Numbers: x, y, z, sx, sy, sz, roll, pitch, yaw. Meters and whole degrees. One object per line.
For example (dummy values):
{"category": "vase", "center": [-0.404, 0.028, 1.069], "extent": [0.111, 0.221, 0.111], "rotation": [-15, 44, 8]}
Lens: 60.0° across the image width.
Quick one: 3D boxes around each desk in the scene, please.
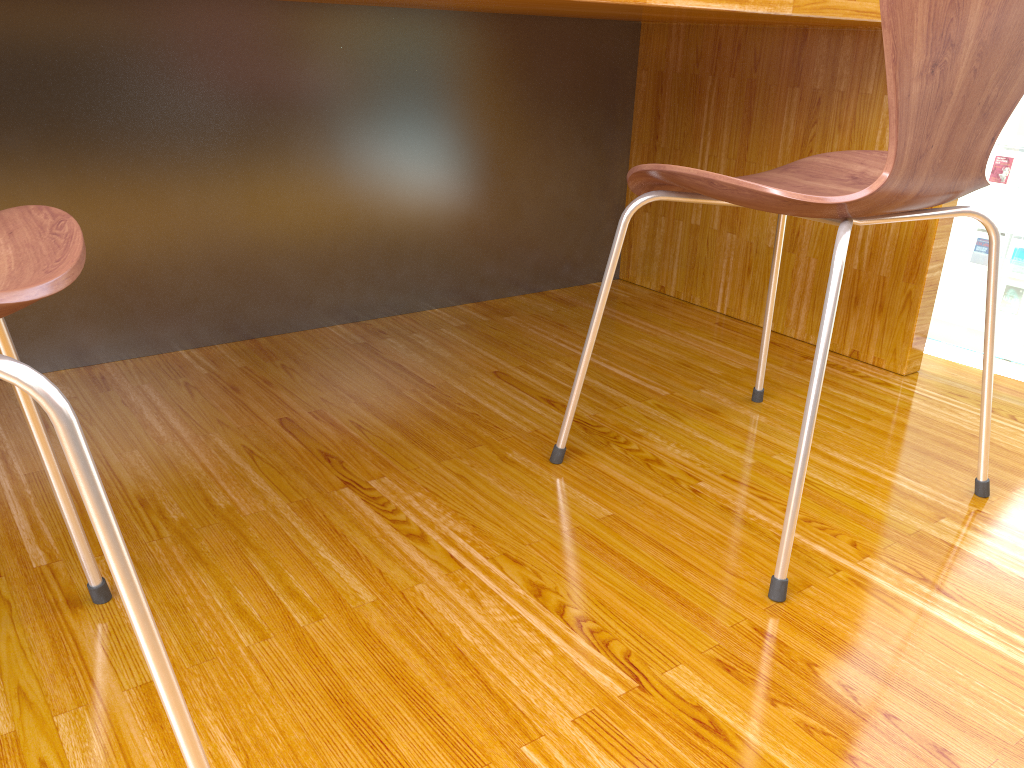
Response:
{"category": "desk", "center": [-0.944, -0.009, 1.085], "extent": [3.216, 1.022, 1.248], "rotation": [-13, 26, -34]}

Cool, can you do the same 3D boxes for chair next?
{"category": "chair", "center": [-0.440, -0.017, 0.481], "extent": [0.428, 0.693, 0.381], "rotation": [-13, 26, -34]}
{"category": "chair", "center": [0.344, -0.199, 1.026], "extent": [0.428, 0.693, 0.381], "rotation": [-13, 26, -34]}
